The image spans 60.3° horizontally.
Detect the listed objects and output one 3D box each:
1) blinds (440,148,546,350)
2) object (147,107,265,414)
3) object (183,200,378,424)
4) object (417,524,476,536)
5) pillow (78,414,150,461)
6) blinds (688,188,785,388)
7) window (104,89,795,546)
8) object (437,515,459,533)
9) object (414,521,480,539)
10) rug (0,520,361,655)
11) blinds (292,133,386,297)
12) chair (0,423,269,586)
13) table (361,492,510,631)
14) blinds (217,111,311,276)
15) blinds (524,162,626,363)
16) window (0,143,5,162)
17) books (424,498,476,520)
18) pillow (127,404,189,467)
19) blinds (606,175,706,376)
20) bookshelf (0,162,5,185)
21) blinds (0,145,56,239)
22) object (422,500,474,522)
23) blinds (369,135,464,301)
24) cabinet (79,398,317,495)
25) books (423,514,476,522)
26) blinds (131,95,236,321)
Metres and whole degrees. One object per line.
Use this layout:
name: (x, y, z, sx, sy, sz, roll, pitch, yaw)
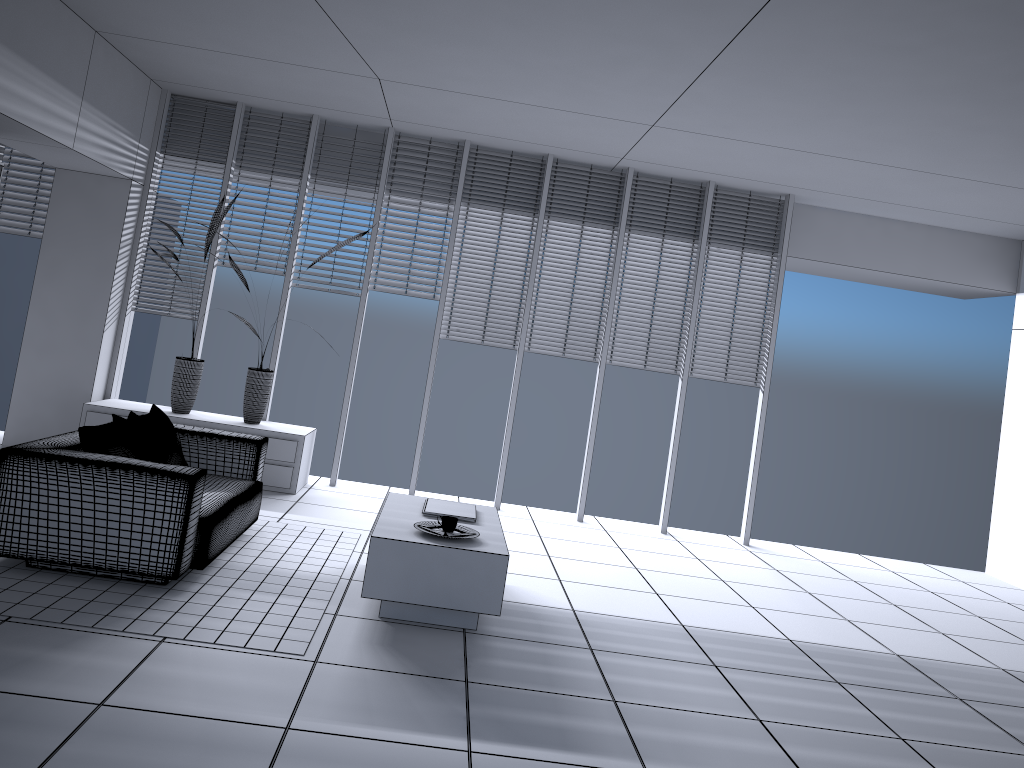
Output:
blinds: (-0.147, -1.176, 7.648, 0.714, 1.701, 0.047, 9, -4, -3)
object: (-2.410, -1.263, 7.230, 1.435, 3.005, 0.488, 7, -4, 25)
object: (-1.954, -0.612, 6.894, 1.546, 1.876, 0.690, 9, -3, -9)
object: (-0.322, 0.721, 4.327, 0.216, 0.012, 0.215, 11, 3, 42)
pillow: (-2.007, 0.394, 4.525, 0.339, 0.391, 0.567, 9, 0, -7)
blinds: (1.972, -0.854, 7.771, 0.714, 1.701, 0.047, 9, -4, -3)
window: (-0.467, -0.552, 7.503, 5.496, 3.147, 0.099, 9, -4, -3)
object: (-0.314, 0.691, 4.330, 0.095, 0.070, 0.085, 9, 0, -22)
object: (-0.322, 0.727, 4.330, 0.331, 0.025, 0.326, 10, 2, 26)
rug: (-1.793, 0.897, 4.585, 1.796, 0.001, 2.229, 9, 2, -4)
blinds: (-1.476, -1.457, 7.574, 0.636, 1.365, 0.057, 9, -4, -3)
chair: (-1.941, 0.584, 4.801, 0.959, 0.554, 1.647, 9, 1, -4)
table: (-0.402, 0.914, 4.668, 0.649, 0.390, 1.199, 9, 2, -4)
blinds: (-2.098, -1.634, 7.544, 0.636, 1.374, 0.050, 9, -4, -3)
blinds: (0.552, -1.069, 7.688, 0.714, 1.701, 0.047, 9, -4, -3)
window: (-4.731, -1.201, 7.286, 0.688, 3.147, 0.099, 9, -4, -3)
books: (-0.341, 0.696, 4.918, 0.285, 0.008, 0.415, 9, 2, -3)
pillow: (-2.043, 0.344, 5.105, 0.300, 0.400, 0.565, 9, 0, -7)
blinds: (1.263, -0.962, 7.730, 0.714, 1.701, 0.047, 9, -4, -3)
bookshelf: (-3.445, -0.770, 4.297, 0.327, 1.256, 2.813, 9, 1, -4)
blinds: (-3.978, -1.922, 7.467, 0.636, 1.385, 0.038, 9, -4, -3)
object: (-0.352, 0.702, 4.916, 0.285, 0.008, 0.415, 9, 2, -3)
blinds: (-0.827, -1.442, 7.619, 0.636, 1.385, 0.038, 9, -4, -3)
cabinet: (-2.459, 0.481, 6.952, 1.673, 0.452, 0.596, 9, 0, -3)
books: (-0.344, 0.711, 4.928, 0.285, 0.008, 0.415, 9, 2, -3)
blinds: (-2.766, -1.505, 7.490, 0.636, 1.894, 0.057, 9, -4, -3)
